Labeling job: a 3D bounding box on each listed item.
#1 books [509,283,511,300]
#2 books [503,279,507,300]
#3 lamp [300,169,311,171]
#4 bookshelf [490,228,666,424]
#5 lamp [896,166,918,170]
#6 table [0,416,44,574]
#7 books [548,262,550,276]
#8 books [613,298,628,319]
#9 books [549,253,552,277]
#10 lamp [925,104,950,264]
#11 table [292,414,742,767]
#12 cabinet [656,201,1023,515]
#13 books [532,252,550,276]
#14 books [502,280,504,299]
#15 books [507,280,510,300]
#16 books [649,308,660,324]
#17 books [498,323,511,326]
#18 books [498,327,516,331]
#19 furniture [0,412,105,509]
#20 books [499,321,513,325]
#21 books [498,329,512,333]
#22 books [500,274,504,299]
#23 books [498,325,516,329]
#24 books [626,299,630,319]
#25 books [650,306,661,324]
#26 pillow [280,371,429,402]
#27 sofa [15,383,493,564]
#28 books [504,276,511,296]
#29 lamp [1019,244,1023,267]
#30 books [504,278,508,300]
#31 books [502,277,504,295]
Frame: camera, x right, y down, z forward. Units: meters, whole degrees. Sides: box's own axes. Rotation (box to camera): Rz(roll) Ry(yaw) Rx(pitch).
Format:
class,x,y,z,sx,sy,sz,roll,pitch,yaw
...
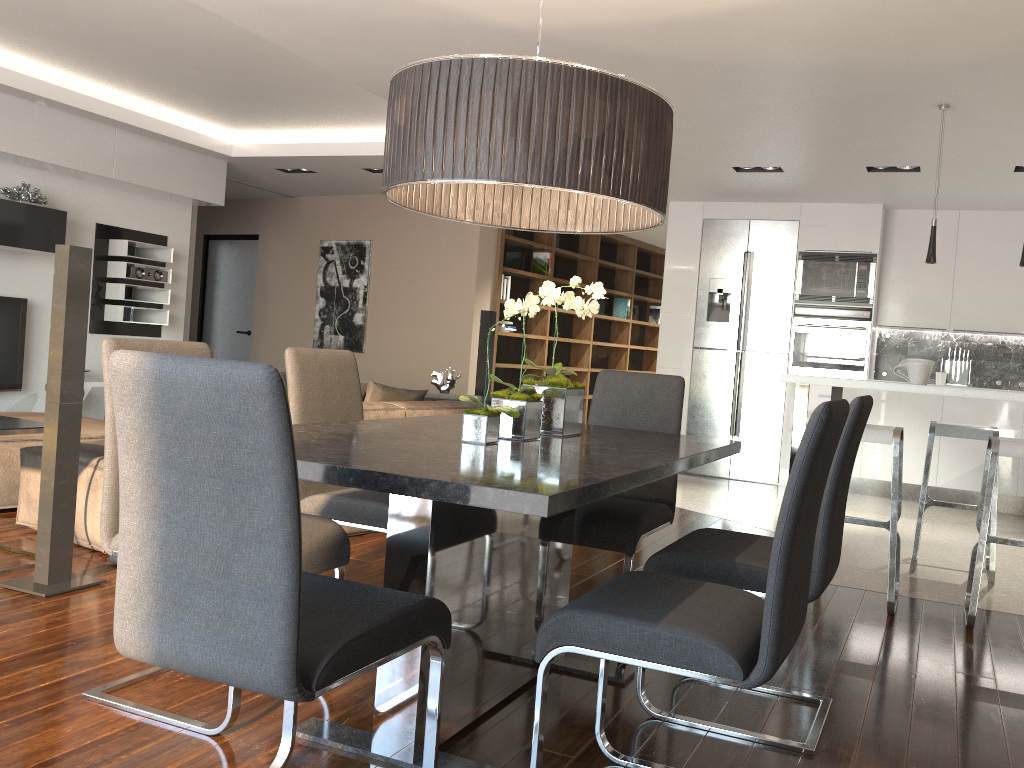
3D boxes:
class,x,y,z,sx,sy,sz,roll,pitch,yaw
books,-0.085,-0.963,8.913,0.157,0.233,0.024,5,2,33
books,-0.125,-0.950,8.800,0.147,0.205,0.021,5,2,33
lamp,-1.908,-2.005,8.088,0.171,0.077,0.182,5,2,19
bookshelf,1.651,-0.558,11.529,0.276,2.489,6.877,5,2,34
lamp,2.789,-1.559,6.205,0.175,0.077,0.179,5,2,7
table,-2.200,0.426,3.509,0.578,0.563,0.468,5,2,23
books,0.330,-1.284,9.450,0.169,0.251,0.025,5,2,33
books,1.358,-0.949,11.023,0.191,0.260,0.015,5,2,33
books,0.344,-1.284,9.470,0.169,0.251,0.025,5,2,33
lamp,2.286,-1.070,4.726,0.055,0.845,0.060,5,1,24
table,-0.057,0.535,2.523,1.000,0.760,1.665,5,2,25
cabinet,2.041,-0.261,4.749,4.277,2.499,7.194,5,2,25
books,0.309,-1.282,9.423,0.183,0.248,0.045,5,2,33
books,-0.145,-0.958,8.787,0.144,0.222,0.024,5,2,32
books,-0.092,-0.950,8.868,0.147,0.205,0.021,5,2,33
books,1.913,-0.908,11.798,0.147,0.205,0.023,5,2,33
books,-0.137,-0.609,8.978,0.141,0.023,0.232,6,3,31
books,-0.091,-0.561,8.955,0.168,0.019,0.253,6,2,25
furniture,-2.738,0.385,4.888,1.040,0.439,1.152,6,3,34
books,-0.080,-0.625,8.972,0.154,0.020,0.206,5,2,5
books,-0.087,-0.540,8.974,0.154,0.022,0.206,5,2,5
books,-0.166,-0.969,8.746,0.166,0.243,0.020,5,2,33
books,-0.094,-0.582,8.961,0.155,0.023,0.243,6,3,35
books,1.387,-0.939,11.030,0.184,0.245,0.029,5,2,33
books,1.925,-0.926,11.817,0.166,0.243,0.020,5,2,33
pillow,-1.082,0.112,5.391,1.084,0.430,2.048,4,2,-12
sofa,-1.751,0.319,5.222,2.601,0.703,2.610,6,3,34
books,-0.094,-0.969,8.892,0.166,0.243,0.020,5,2,33
lamp,2.698,-1.031,4.561,0.055,0.845,0.060,5,1,24
books,-0.111,-0.958,8.854,0.144,0.222,0.024,5,2,32
books,-0.157,-0.963,8.767,0.157,0.233,0.024,5,2,33
